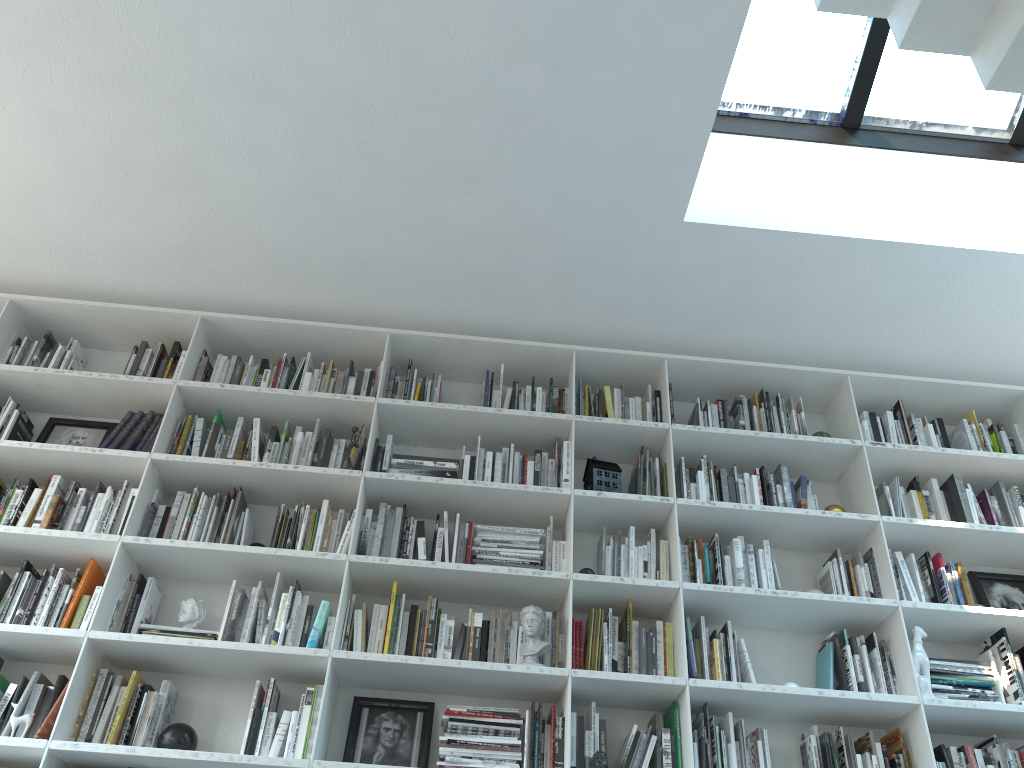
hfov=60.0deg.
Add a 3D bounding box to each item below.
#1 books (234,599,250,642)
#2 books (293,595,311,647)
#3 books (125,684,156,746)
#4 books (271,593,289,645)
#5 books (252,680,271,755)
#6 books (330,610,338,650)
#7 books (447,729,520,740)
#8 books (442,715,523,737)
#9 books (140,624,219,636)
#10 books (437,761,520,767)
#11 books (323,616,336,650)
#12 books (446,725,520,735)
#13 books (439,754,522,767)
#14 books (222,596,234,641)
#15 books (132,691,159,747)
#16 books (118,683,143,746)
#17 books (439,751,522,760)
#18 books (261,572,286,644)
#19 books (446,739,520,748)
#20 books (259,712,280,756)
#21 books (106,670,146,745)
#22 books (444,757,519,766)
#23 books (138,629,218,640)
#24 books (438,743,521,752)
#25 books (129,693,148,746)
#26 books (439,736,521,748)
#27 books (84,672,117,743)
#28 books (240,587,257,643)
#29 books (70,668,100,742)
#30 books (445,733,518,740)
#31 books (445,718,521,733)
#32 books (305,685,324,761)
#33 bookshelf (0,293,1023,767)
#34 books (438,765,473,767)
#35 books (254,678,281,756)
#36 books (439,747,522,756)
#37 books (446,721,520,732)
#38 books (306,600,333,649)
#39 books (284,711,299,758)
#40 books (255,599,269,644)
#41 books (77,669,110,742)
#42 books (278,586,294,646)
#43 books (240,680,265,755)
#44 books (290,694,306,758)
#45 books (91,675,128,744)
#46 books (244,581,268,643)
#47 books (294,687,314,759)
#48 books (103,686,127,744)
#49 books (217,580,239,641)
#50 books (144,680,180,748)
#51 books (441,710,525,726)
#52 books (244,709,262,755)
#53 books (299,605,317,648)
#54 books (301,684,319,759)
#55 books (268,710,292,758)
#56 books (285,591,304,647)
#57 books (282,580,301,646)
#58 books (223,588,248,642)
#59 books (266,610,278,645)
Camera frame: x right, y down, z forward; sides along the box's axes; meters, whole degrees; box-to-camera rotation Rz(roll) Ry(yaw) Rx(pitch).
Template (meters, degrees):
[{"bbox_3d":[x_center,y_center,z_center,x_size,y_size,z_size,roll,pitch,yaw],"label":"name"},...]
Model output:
[{"bbox_3d":[-1.007,0.943,3.333,0.024,0.225,0.138,5,-37,-2],"label":"books"},{"bbox_3d":[-0.792,0.949,3.346,0.022,0.254,0.153,5,-37,-2],"label":"books"},{"bbox_3d":[-1.299,1.201,3.111,0.028,0.246,0.143,5,-37,-2],"label":"books"},{"bbox_3d":[-0.862,0.934,3.325,0.028,0.245,0.171,5,-37,-2],"label":"books"},{"bbox_3d":[-0.876,1.216,3.130,0.011,0.290,0.156,5,-37,-2],"label":"books"},{"bbox_3d":[-0.656,0.975,3.336,0.026,0.216,0.127,5,-37,-2],"label":"books"},{"bbox_3d":[-0.109,1.268,3.159,0.254,0.012,0.162,7,-37,-4],"label":"books"},{"bbox_3d":[-0.107,1.231,3.190,0.285,0.012,0.160,4,-37,0],"label":"books"},{"bbox_3d":[-1.220,0.941,3.292,0.285,0.012,0.160,8,-38,-5],"label":"books"},{"bbox_3d":[-0.115,1.350,3.090,0.285,0.012,0.160,2,-37,2],"label":"books"},{"bbox_3d":[-0.684,0.985,3.323,0.027,0.180,0.142,5,-37,-2],"label":"books"},{"bbox_3d":[-0.108,1.257,3.165,0.254,0.012,0.162,8,-38,-5],"label":"books"},{"bbox_3d":[-0.114,1.339,3.114,0.285,0.012,0.160,5,-37,-2],"label":"books"},{"bbox_3d":[-1.053,0.931,3.325,0.010,0.230,0.155,5,-37,-2],"label":"books"},{"bbox_3d":[-1.260,1.203,3.083,0.028,0.215,0.176,5,-37,-2],"label":"books"},{"bbox_3d":[-1.319,1.191,3.096,0.014,0.242,0.154,5,-37,-2],"label":"books"},{"bbox_3d":[-0.114,1.328,3.119,0.285,0.012,0.160,5,-37,-1],"label":"books"},{"bbox_3d":[-0.904,0.900,3.352,0.010,0.327,0.174,5,-37,-2],"label":"books"},{"bbox_3d":[-0.111,1.295,3.134,0.254,0.012,0.162,8,-38,-6],"label":"books"},{"bbox_3d":[-0.847,1.264,3.101,0.030,0.181,0.155,5,-37,-2],"label":"books"},{"bbox_3d":[-1.337,1.164,3.088,0.026,0.273,0.191,5,-37,-2],"label":"books"},{"bbox_3d":[-0.114,1.341,3.098,0.254,0.012,0.162,8,-38,-6],"label":"books"},{"bbox_3d":[-1.221,0.953,3.289,0.285,0.012,0.160,4,-37,0],"label":"books"},{"bbox_3d":[-0.111,1.303,3.126,0.285,0.012,0.160,2,-37,2],"label":"books"},{"bbox_3d":[-1.280,1.206,3.083,0.011,0.206,0.181,5,-37,-2],"label":"books"},{"bbox_3d":[-0.110,1.285,3.140,0.285,0.012,0.160,2,-37,2],"label":"books"},{"bbox_3d":[-1.426,1.171,3.105,0.026,0.273,0.155,5,-37,-2],"label":"books"},{"bbox_3d":[-0.982,0.920,3.334,0.022,0.265,0.152,5,-37,-2],"label":"books"},{"bbox_3d":[-1.481,1.165,3.110,0.012,0.283,0.160,5,-37,-2],"label":"books"},{"bbox_3d":[-0.110,1.278,3.152,0.254,0.012,0.162,3,-37,1],"label":"books"},{"bbox_3d":[-0.107,1.238,3.179,0.254,0.012,0.162,8,-38,-5],"label":"books"},{"bbox_3d":[-0.687,1.226,3.118,0.021,0.280,0.163,5,-37,-2],"label":"books"},{"bbox_3d":[-0.021,1.148,3.182,6.297,3.123,0.332,5,-37,-2],"label":"bookshelf"},{"bbox_3d":[-0.116,1.366,3.091,0.285,0.012,0.160,6,-37,-3],"label":"books"},{"bbox_3d":[-0.864,1.212,3.129,0.012,0.296,0.167,5,-37,-2],"label":"books"},{"bbox_3d":[-0.113,1.317,3.125,0.285,0.012,0.160,4,-37,0],"label":"books"},{"bbox_3d":[-0.108,1.249,3.174,0.254,0.012,0.162,7,-37,-4],"label":"books"},{"bbox_3d":[-0.725,0.952,3.321,0.060,0.226,0.180,5,-37,-2],"label":"books"},{"bbox_3d":[-0.763,1.263,3.096,0.024,0.187,0.173,5,-37,-2],"label":"books"},{"bbox_3d":[-0.936,0.944,3.326,0.048,0.223,0.150,5,-37,-2],"label":"books"},{"bbox_3d":[-1.450,1.162,3.103,0.025,0.283,0.146,5,-37,-2],"label":"books"},{"bbox_3d":[-0.841,0.922,3.323,0.012,0.264,0.194,5,-37,-2],"label":"books"},{"bbox_3d":[-0.912,1.211,3.121,0.012,0.283,0.160,5,-37,-2],"label":"books"},{"bbox_3d":[-0.742,1.236,3.105,0.012,0.243,0.172,5,-37,-2],"label":"books"},{"bbox_3d":[-1.395,1.174,3.097,0.036,0.262,0.167,5,-37,-2],"label":"books"},{"bbox_3d":[-0.963,0.907,3.331,0.012,0.284,0.168,5,-37,-2],"label":"books"},{"bbox_3d":[-0.723,1.232,3.119,0.027,0.268,0.179,5,-37,-2],"label":"books"},{"bbox_3d":[-1.366,1.193,3.090,0.025,0.226,0.154,5,-37,-2],"label":"books"},{"bbox_3d":[-1.061,0.901,3.330,0.012,0.283,0.160,5,-37,-2],"label":"books"},{"bbox_3d":[-1.232,1.194,3.111,0.028,0.264,0.145,5,-37,-2],"label":"books"},{"bbox_3d":[-0.106,1.217,3.192,0.285,0.012,0.160,8,-38,-6],"label":"books"},{"bbox_3d":[-0.896,1.249,3.088,0.025,0.185,0.155,5,-37,-2],"label":"books"},{"bbox_3d":[-0.770,0.966,3.336,0.026,0.218,0.150,5,-37,-2],"label":"books"},{"bbox_3d":[-0.703,1.224,3.115,0.011,0.277,0.188,5,-37,-2],"label":"books"},{"bbox_3d":[-0.802,1.256,3.092,0.057,0.187,0.157,5,-37,-2],"label":"books"},{"bbox_3d":[-0.813,0.933,3.330,0.023,0.258,0.171,5,-37,-2],"label":"books"},{"bbox_3d":[-0.829,0.915,3.341,0.011,0.299,0.179,5,-37,-2],"label":"books"},{"bbox_3d":[-1.031,0.915,3.316,0.030,0.245,0.175,5,-37,-2],"label":"books"},{"bbox_3d":[-0.891,0.966,3.322,0.025,0.188,0.141,5,-37,-2],"label":"books"}]
